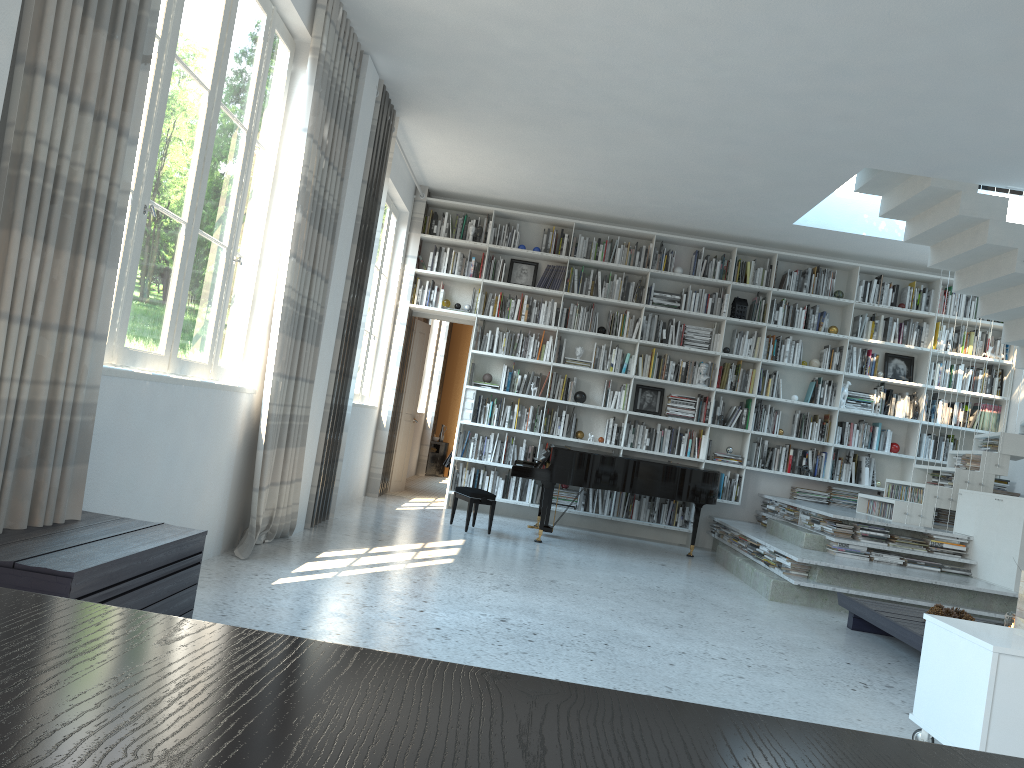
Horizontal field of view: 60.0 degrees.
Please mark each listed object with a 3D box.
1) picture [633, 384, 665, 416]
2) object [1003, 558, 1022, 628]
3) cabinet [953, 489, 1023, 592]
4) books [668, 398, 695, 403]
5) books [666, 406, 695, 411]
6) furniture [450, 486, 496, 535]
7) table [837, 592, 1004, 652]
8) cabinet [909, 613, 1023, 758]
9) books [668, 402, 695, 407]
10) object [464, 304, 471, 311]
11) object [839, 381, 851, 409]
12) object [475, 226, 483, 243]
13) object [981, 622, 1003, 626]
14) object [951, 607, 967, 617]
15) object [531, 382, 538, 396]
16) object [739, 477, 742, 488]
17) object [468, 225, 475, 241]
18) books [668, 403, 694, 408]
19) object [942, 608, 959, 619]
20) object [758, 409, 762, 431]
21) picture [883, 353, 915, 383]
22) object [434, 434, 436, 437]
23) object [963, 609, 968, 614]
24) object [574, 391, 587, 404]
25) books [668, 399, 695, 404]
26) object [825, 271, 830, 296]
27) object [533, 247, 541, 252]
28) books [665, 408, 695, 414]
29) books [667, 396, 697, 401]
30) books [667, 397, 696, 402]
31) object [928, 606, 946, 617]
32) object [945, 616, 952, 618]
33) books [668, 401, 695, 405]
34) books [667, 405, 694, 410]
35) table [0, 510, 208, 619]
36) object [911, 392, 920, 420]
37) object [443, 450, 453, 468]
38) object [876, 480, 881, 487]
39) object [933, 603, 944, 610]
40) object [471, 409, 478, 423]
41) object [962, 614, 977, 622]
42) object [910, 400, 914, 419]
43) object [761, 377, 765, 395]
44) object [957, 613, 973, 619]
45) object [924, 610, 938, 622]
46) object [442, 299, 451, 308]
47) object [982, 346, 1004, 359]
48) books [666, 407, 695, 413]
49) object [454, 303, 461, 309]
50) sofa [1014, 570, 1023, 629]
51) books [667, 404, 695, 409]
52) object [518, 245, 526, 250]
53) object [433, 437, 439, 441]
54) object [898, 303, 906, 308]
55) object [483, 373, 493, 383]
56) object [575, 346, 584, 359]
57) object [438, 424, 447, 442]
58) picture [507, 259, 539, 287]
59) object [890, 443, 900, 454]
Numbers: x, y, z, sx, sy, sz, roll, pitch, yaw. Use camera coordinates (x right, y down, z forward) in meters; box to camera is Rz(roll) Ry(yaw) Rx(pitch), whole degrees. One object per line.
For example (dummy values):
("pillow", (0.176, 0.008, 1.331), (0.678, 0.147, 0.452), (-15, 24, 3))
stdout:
("picture", (1.431, 0.171, 9.281), (0.300, 0.299, 0.077), (9, -2, 1))
("object", (2.930, 1.177, 4.932), (0.308, 0.521, 0.436), (8, -3, 32))
("cabinet", (3.860, 1.205, 6.783), (0.551, 0.667, 0.993), (9, -2, 2))
("books", (1.762, 0.175, 9.219), (0.254, 0.012, 0.161), (9, -3, -2))
("books", (1.748, 0.258, 9.213), (0.285, 0.012, 0.159), (9, -3, 7))
("furniture", (-0.336, 1.071, 7.603), (0.240, 0.353, 0.467), (10, -3, -23))
("table", (2.693, 1.514, 5.071), (1.269, 0.218, 1.258), (9, -3, 2))
("cabinet", (1.686, 1.116, 3.061), (0.380, 0.486, 0.503), (9, -2, 2))
("books", (1.756, 0.211, 9.220), (0.254, 0.012, 0.161), (9, -3, -1))
("object", (-0.464, -0.797, 9.270), (0.071, 0.072, 0.071), (10, -2, -21))
("object", (3.386, 0.111, 9.025), (0.087, 0.288, 0.075), (8, -2, 37))
("object", (-0.342, -1.539, 9.187), (0.067, 0.198, 0.068), (7, -3, 44))
("object", (2.884, 1.419, 5.009), (0.429, 0.038, 0.430), (7, -4, 42))
("object", (2.643, 1.375, 5.247), (0.097, 0.102, 0.099), (10, -3, -28))
("object", (0.224, 0.054, 9.100), (0.082, 0.140, 0.044), (10, -2, -15))
("object", (2.325, 1.078, 9.094), (0.011, 0.260, 0.142), (9, -2, 2))
("object", (-0.423, -1.551, 9.189), (0.067, 0.198, 0.068), (7, -3, 44))
("books", (1.755, 0.223, 9.219), (0.254, 0.012, 0.161), (9, -3, 5))
("object", (2.549, 1.357, 5.177), (0.108, 0.108, 0.094), (10, -3, -31))
("object", (2.559, 0.369, 9.215), (0.007, 0.266, 0.135), (9, -2, 2))
("picture", (4.031, -0.158, 9.240), (0.300, 0.299, 0.077), (9, -2, 1))
("object", (-1.213, 0.808, 13.528), (0.106, 0.103, 0.106), (9, -2, 9))
("object", (2.695, 1.393, 5.281), (0.086, 0.101, 0.078), (10, -2, -24))
("object", (0.710, 0.140, 9.225), (0.134, 0.135, 0.133), (11, -3, -40))
("books", (1.760, 0.187, 9.221), (0.254, 0.012, 0.161), (9, -3, -1))
("object", (3.268, -1.022, 9.239), (0.006, 0.297, 0.129), (9, -2, 2))
("object", (0.259, -1.393, 9.280), (0.083, 0.083, 0.082), (10, -2, -21))
("books", (1.745, 0.282, 9.222), (0.285, 0.012, 0.159), (9, -3, 3))
("books", (1.766, 0.151, 9.217), (0.285, 0.012, 0.159), (9, -3, -3))
("books", (1.764, 0.163, 9.224), (0.285, 0.012, 0.159), (9, -3, 4))
("object", (2.477, 1.352, 5.185), (0.110, 0.101, 0.114), (10, -2, -16))
("object", (2.444, 1.342, 4.972), (0.081, 0.083, 0.098), (9, -2, 7))
("books", (1.758, 0.199, 9.218), (0.254, 0.012, 0.161), (9, -3, -2))
("books", (1.751, 0.247, 9.214), (0.254, 0.012, 0.161), (9, -3, -3))
("table", (-1.367, 0.652, 2.652), (0.523, 0.415, 0.926), (9, -3, 2))
("object", (4.108, 0.227, 9.024), (0.087, 0.288, 0.075), (8, -2, 37))
("object", (-0.174, 1.029, 12.538), (1.481, 0.540, 1.451), (9, -3, 1))
("object", (3.766, 1.028, 9.141), (0.071, 0.072, 0.071), (11, -3, -40))
("object", (2.529, 1.349, 5.251), (0.090, 0.106, 0.097), (8, -2, 23))
("object", (-0.383, 0.327, 9.122), (0.045, 0.146, 0.045), (7, -3, 40))
("object", (2.618, 1.371, 5.071), (0.083, 0.100, 0.092), (9, -2, 7))
("object", (4.107, 0.269, 9.161), (0.022, 0.211, 0.179), (9, -2, 2))
("object", (2.585, 0.030, 9.210), (0.013, 0.208, 0.140), (9, -2, 2))
("object", (2.638, 1.379, 5.178), (0.106, 0.086, 0.091), (8, -2, 16))
("object", (2.423, 1.349, 5.131), (0.082, 0.085, 0.082), (8, -2, 16))
("object", (-0.683, -0.840, 9.248), (0.087, 0.088, 0.086), (11, -3, -40))
("object", (4.909, -0.316, 9.042), (0.203, 0.137, 0.095), (8, -2, 17))
("books", (1.747, 0.270, 9.220), (0.285, 0.012, 0.159), (9, -3, 4))
("object", (-0.569, -0.812, 9.293), (0.071, 0.072, 0.071), (10, -2, -21))
("sofa", (2.996, 1.137, 3.012), (2.194, 0.854, 0.871), (9, -2, 2))
("books", (1.753, 0.235, 9.214), (0.285, 0.012, 0.159), (9, -3, 7))
("object", (0.103, -1.417, 9.284), (0.083, 0.083, 0.082), (10, -2, -21))
("object", (-1.157, 0.833, 13.411), (0.118, 0.061, 0.118), (9, -3, 9))
("object", (4.007, -0.795, 9.116), (0.071, 0.072, 0.071), (11, -3, -40))
("object", (-0.255, -0.058, 9.253), (0.105, 0.106, 0.105), (10, -2, -21))
("object", (0.702, -0.329, 9.264), (0.095, 0.157, 0.121), (9, -2, 15))
("object", (-1.063, 0.748, 13.512), (0.091, 0.268, 0.091), (11, -3, -43))
("picture", (0.112, -1.158, 9.357), (0.300, 0.299, 0.077), (9, -2, 1))
("object", (3.930, 0.661, 9.128), (0.115, 0.116, 0.115), (10, -2, -21))
